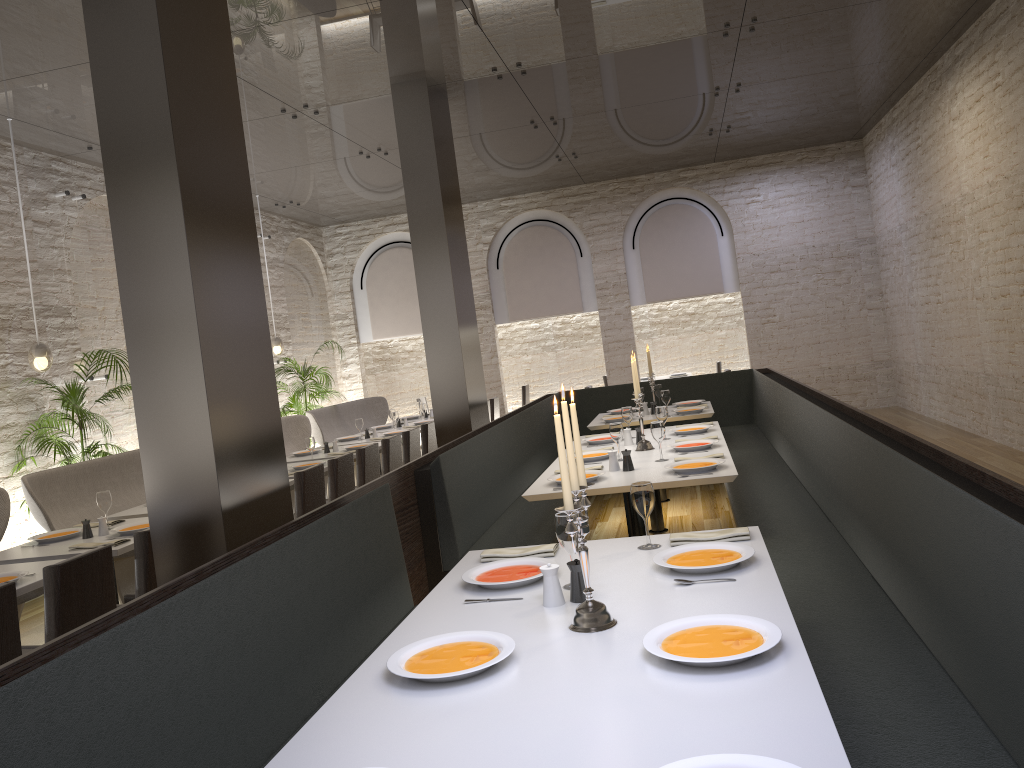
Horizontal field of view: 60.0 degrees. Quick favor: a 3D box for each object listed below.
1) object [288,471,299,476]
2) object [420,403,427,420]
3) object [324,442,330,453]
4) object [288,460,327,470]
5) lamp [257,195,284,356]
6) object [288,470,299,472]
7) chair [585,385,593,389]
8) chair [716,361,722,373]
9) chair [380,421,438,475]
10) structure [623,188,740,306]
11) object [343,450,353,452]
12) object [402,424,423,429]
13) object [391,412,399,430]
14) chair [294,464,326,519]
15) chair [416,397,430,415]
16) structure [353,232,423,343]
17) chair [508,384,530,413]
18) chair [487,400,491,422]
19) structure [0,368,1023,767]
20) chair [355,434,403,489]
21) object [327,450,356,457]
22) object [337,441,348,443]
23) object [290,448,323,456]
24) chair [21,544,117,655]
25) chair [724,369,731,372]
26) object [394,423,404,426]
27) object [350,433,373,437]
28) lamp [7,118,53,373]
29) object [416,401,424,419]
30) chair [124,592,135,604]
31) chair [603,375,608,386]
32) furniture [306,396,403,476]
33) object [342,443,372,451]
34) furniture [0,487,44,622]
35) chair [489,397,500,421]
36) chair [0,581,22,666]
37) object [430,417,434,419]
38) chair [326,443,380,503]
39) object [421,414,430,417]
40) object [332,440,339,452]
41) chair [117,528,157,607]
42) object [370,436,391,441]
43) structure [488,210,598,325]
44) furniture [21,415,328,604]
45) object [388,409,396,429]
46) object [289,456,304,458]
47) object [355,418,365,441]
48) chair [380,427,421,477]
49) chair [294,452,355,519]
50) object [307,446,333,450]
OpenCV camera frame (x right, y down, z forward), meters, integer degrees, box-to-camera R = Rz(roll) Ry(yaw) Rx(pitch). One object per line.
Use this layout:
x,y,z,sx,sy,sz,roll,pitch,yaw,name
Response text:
-1.767,0.711,7.021,0.272,0.033,0.143,-7,2,11,object
-1.091,0.360,10.986,0.086,0.231,0.086,-7,0,41,object
-1.782,0.608,8.515,0.059,0.109,0.059,-7,0,3,object
-1.699,0.681,7.374,0.322,0.036,0.321,-8,2,-11,object
-3.086,-1.368,11.197,0.178,2.041,0.177,-7,0,-10,lamp
-1.737,0.701,7.195,0.181,0.015,0.038,-7,2,12,object
1.295,0.450,11.597,0.565,0.906,0.412,-7,0,11,chair
3.078,0.123,13.992,0.565,0.906,0.412,-7,0,11,chair
-1.000,0.858,8.834,0.565,0.906,0.412,-7,0,11,chair
2.494,-2.108,13.338,1.632,1.675,0.098,-7,0,11,structure
-1.517,0.627,8.345,0.181,0.015,0.038,-7,2,12,object
-1.130,0.497,10.353,0.272,0.033,0.143,-7,2,11,object
-1.297,0.429,9.909,0.086,0.231,0.086,-7,0,41,object
-1.540,1.040,6.011,0.565,0.906,0.412,-7,0,11,chair
-1.233,0.652,14.829,0.565,0.906,0.412,-7,0,11,chair
-1.771,-1.585,14.166,1.632,1.675,0.098,-7,0,11,structure
0.044,0.495,14.581,0.565,0.906,0.412,-7,0,11,chair
-0.525,0.699,11.316,0.565,0.906,0.412,-7,0,11,chair
0.579,0.788,4.178,2.369,1.000,10.764,-7,2,11,structure
-1.217,0.932,7.696,0.565,0.906,0.412,-7,0,11,chair
-1.547,0.637,8.171,0.272,0.033,0.143,-7,2,11,object
-1.829,0.623,9.546,0.185,0.010,0.017,-7,2,11,object
-2.002,0.671,8.627,0.322,0.036,0.321,-8,2,-11,object
-1.975,1.187,3.732,0.565,0.906,0.412,-7,0,11,chair
2.573,0.294,11.349,0.565,0.906,0.412,-7,0,11,chair
-1.502,0.514,11.141,0.272,0.033,0.143,-7,2,11,object
-1.710,0.584,10.058,0.272,0.033,0.143,-7,2,11,object
-3.875,-1.102,7.066,0.177,2.041,0.178,-7,0,32,lamp
-1.213,0.347,11.696,0.086,0.231,0.086,-7,0,41,object
-1.757,1.113,4.872,0.565,0.906,0.412,-7,0,11,chair
1.800,0.280,14.240,0.565,0.906,0.412,-7,0,11,chair
-1.893,0.769,11.590,0.706,1.097,2.588,-7,2,11,furniture
-1.479,0.607,8.524,0.322,0.036,0.321,-8,2,-11,object
-3.455,1.295,3.424,0.708,1.097,4.482,-7,2,11,furniture
-0.417,0.662,11.883,0.565,0.906,0.412,-7,0,11,chair
-2.081,1.223,3.177,0.565,0.906,0.412,-7,0,11,chair
-0.916,0.425,11.472,0.272,0.033,0.143,-7,2,11,object
-1.328,0.969,7.115,0.565,0.906,0.412,-7,0,11,chair
-1.288,0.442,12.261,0.272,0.033,0.143,-7,2,11,object
-1.705,0.596,8.546,0.059,0.109,0.059,-7,0,3,object
-1.864,1.149,4.316,0.565,0.906,0.412,-7,0,11,chair
-1.337,0.566,9.269,0.272,0.033,0.143,-7,2,11,object
0.430,-1.855,13.738,1.632,1.675,0.098,-7,0,11,structure
-2.584,1.002,7.980,0.708,1.097,4.482,-7,2,11,furniture
-1.425,0.419,10.589,0.086,0.231,0.086,-7,0,41,object
-2.039,0.694,8.448,0.185,0.010,0.017,-7,2,11,object
-1.631,0.488,9.512,0.086,0.231,0.086,-7,0,41,object
-1.111,0.896,8.255,0.565,0.906,0.412,-7,0,11,chair
-1.434,1.005,6.562,0.565,0.906,0.412,-7,0,11,chair
-1.919,0.655,8.960,0.272,0.033,0.143,-7,2,11,object
